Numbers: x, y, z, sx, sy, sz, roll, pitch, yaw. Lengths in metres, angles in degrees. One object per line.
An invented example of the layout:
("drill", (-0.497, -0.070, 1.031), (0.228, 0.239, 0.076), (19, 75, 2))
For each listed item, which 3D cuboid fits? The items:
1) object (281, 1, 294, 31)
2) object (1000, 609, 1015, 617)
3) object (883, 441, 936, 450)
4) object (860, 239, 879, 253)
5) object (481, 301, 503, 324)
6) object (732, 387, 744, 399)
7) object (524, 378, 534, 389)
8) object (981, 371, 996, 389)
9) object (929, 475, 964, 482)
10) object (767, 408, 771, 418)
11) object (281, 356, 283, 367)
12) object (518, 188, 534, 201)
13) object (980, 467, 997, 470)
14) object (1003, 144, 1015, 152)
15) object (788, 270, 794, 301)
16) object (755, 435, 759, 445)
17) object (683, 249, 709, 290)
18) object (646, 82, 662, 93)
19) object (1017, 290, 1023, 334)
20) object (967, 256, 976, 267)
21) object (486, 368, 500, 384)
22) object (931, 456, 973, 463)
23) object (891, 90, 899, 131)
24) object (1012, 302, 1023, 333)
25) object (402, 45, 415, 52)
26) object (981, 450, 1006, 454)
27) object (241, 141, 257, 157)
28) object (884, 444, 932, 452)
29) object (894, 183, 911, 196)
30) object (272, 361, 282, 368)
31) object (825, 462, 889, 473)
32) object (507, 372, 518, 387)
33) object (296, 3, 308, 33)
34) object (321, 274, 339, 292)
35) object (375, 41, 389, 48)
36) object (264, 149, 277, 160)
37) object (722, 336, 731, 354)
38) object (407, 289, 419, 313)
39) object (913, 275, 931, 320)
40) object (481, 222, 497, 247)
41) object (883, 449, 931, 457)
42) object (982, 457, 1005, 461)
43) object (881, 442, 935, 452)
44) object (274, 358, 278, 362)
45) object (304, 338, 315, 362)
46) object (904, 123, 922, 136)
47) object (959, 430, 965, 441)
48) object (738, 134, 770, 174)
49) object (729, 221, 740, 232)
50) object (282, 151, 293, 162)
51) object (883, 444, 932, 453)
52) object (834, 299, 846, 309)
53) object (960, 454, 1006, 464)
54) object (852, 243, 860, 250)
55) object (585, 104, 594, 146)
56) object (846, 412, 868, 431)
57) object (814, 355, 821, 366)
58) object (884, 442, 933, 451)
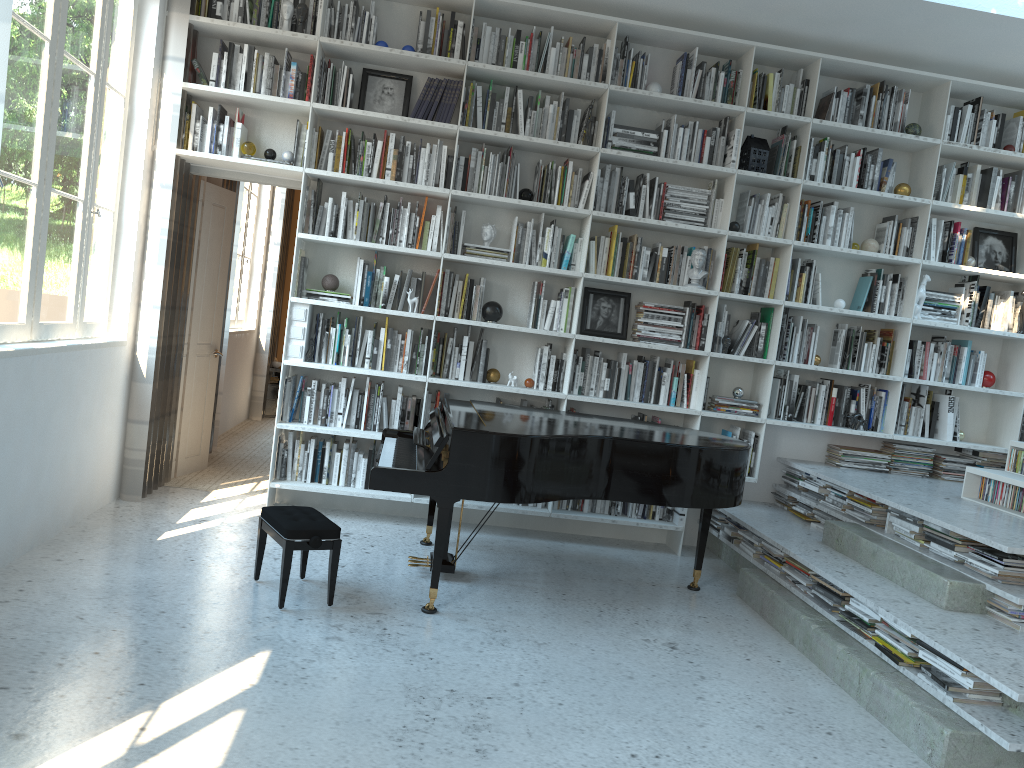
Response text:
("object", (-1.278, -2.072, 5.029), (0.067, 0.198, 0.067), (10, 5, 36))
("object", (2.104, 0.937, 3.616), (0.204, 0.004, 0.139), (7, 4, -4))
("object", (2.598, 0.403, 5.806), (0.285, 0.005, 0.159), (7, 4, -2))
("object", (2.282, -0.871, 5.656), (0.112, 0.113, 0.111), (5, 4, -29))
("object", (-0.121, -0.440, 5.423), (0.133, 0.135, 0.134), (11, 5, 42))
("object", (1.416, 0.054, 5.550), (0.071, 0.072, 0.071), (11, 5, 42))
("object", (0.107, -0.005, 5.454), (0.061, 0.062, 0.061), (11, 5, 42))
("object", (3.095, -0.030, 5.795), (0.115, 0.116, 0.115), (5, 4, -29))
("object", (2.938, 0.630, 5.876), (0.328, 0.008, 0.207), (7, 4, -7))
("object", (1.616, 0.176, 5.662), (0.071, 0.072, 0.071), (11, 5, 42))
("object", (-2.417, -0.304, 9.490), (0.091, 0.268, 0.091), (11, 5, 39))
("object", (0.083, -1.134, 5.364), (0.097, 0.098, 0.097), (11, 5, 42))
("object", (3.109, 0.547, 5.842), (0.134, 0.015, 0.198), (7, 4, -7))
("object", (3.141, -1.477, 5.606), (0.071, 0.072, 0.071), (11, 5, 42))
("object", (1.737, -0.617, 5.627), (0.013, 0.208, 0.139), (7, 4, -7))
("object", (1.518, 0.448, 5.616), (0.011, 0.260, 0.141), (7, 4, -7))
("object", (1.129, -0.700, 5.416), (0.137, 0.244, 0.137), (4, 5, -41))
("object", (0.858, -1.780, 5.387), (0.105, 0.106, 0.104), (5, 4, -29))
("object", (3.276, -0.455, 5.660), (0.087, 0.288, 0.075), (10, 5, 28))
("object", (2.932, -0.779, 5.707), (0.091, 0.093, 0.091), (11, 5, 42))
("object", (-0.117, -0.050, 5.468), (0.091, 0.092, 0.091), (5, 4, -29))
("object", (2.954, 0.502, 5.866), (0.328, 0.008, 0.207), (7, 4, -7))
("object", (2.387, -1.690, 5.605), (0.006, 0.298, 0.129), (7, 4, -7))
("object", (3.258, -0.430, 5.799), (0.022, 0.212, 0.178), (7, 4, -7))
("object", (-0.611, -1.951, 5.223), (0.082, 0.083, 0.082), (5, 4, -29))
("object", (3.124, 0.433, 5.834), (0.130, 0.015, 0.209), (7, 4, -8))
("object", (-1.527, -1.364, 5.145), (0.086, 0.088, 0.087), (11, 5, 42))
("object", (2.595, 0.418, 5.818), (0.254, 0.006, 0.160), (7, 4, -7))
("object", (2.449, -1.209, 5.562), (0.100, 0.102, 0.100), (5, 4, -29))
("object", (-2.495, -0.204, 9.391), (0.118, 0.061, 0.118), (8, 4, 1))
("object", (2.242, 0.546, 5.779), (0.346, 0.007, 0.193), (7, 4, -12))
("object", (0.008, -0.031, 5.417), (0.060, 0.095, 0.078), (8, 4, 10))
("object", (-1.198, -2.062, 5.038), (0.067, 0.198, 0.067), (10, 5, 36))
("object", (-1.086, -0.604, 5.305), (0.105, 0.107, 0.105), (5, 4, -29))
("object", (-0.766, -1.971, 5.205), (0.082, 0.083, 0.082), (5, 4, -29))
("object", (-1.419, -1.345, 5.207), (0.071, 0.072, 0.071), (5, 4, -29))
("object", (1.317, -0.241, 5.453), (0.054, 0.113, 0.079), (7, 4, -8))
("object", (-0.589, -0.491, 5.228), (0.082, 0.140, 0.044), (6, 5, -23))
("object", (2.557, -0.543, 5.555), (0.087, 0.288, 0.075), (10, 5, 28))
("object", (-0.145, -0.910, 5.399), (0.095, 0.157, 0.121), (8, 4, 7))
("object", (2.587, 0.450, 5.820), (0.254, 0.006, 0.160), (7, 4, -7))
("object", (3.105, 0.476, 5.835), (0.141, 0.005, 0.259), (7, 4, -3))
("object", (2.595, 0.413, 5.819), (0.285, 0.005, 0.159), (7, 4, -7))
("object", (-2.567, -0.241, 9.496), (0.106, 0.103, 0.105), (8, 4, 1))
("object", (-1.188, -0.200, 5.209), (0.045, 0.147, 0.045), (10, 5, 32))
("object", (2.497, -1.573, 5.529), (0.104, 0.105, 0.104), (11, 5, 42))
("object", (2.940, 0.339, 5.835), (0.071, 0.072, 0.071), (11, 5, 42))
("object", (1.491, -1.402, 5.457), (0.135, 0.248, 0.135), (6, 4, -17))
("object", (1.366, -0.964, 5.454), (0.071, 0.072, 0.071), (11, 5, 42))
("object", (-1.313, -1.331, 5.200), (0.071, 0.072, 0.071), (5, 4, -29))
("object", (2.594, 0.424, 5.819), (0.254, 0.006, 0.160), (7, 4, -7))
("object", (2.076, -0.504, 5.621), (0.071, 0.072, 0.071), (11, 5, 42))
("object", (3.105, 0.493, 5.837), (0.144, 0.004, 0.295), (7, 4, -9))
("object", (2.168, -0.862, 5.621), (0.068, 0.069, 0.068), (5, 4, -29))
("object", (0.462, -1.528, 5.267), (0.075, 0.255, 0.075), (5, 5, -28))
("object", (2.173, 0.235, 5.578), (0.160, 0.114, 0.064), (6, 4, -19))
("object", (1.939, -0.152, 5.672), (0.071, 0.072, 0.071), (11, 5, 42))
("object", (2.596, 0.408, 5.815), (0.254, 0.006, 0.160), (7, 4, -6))
